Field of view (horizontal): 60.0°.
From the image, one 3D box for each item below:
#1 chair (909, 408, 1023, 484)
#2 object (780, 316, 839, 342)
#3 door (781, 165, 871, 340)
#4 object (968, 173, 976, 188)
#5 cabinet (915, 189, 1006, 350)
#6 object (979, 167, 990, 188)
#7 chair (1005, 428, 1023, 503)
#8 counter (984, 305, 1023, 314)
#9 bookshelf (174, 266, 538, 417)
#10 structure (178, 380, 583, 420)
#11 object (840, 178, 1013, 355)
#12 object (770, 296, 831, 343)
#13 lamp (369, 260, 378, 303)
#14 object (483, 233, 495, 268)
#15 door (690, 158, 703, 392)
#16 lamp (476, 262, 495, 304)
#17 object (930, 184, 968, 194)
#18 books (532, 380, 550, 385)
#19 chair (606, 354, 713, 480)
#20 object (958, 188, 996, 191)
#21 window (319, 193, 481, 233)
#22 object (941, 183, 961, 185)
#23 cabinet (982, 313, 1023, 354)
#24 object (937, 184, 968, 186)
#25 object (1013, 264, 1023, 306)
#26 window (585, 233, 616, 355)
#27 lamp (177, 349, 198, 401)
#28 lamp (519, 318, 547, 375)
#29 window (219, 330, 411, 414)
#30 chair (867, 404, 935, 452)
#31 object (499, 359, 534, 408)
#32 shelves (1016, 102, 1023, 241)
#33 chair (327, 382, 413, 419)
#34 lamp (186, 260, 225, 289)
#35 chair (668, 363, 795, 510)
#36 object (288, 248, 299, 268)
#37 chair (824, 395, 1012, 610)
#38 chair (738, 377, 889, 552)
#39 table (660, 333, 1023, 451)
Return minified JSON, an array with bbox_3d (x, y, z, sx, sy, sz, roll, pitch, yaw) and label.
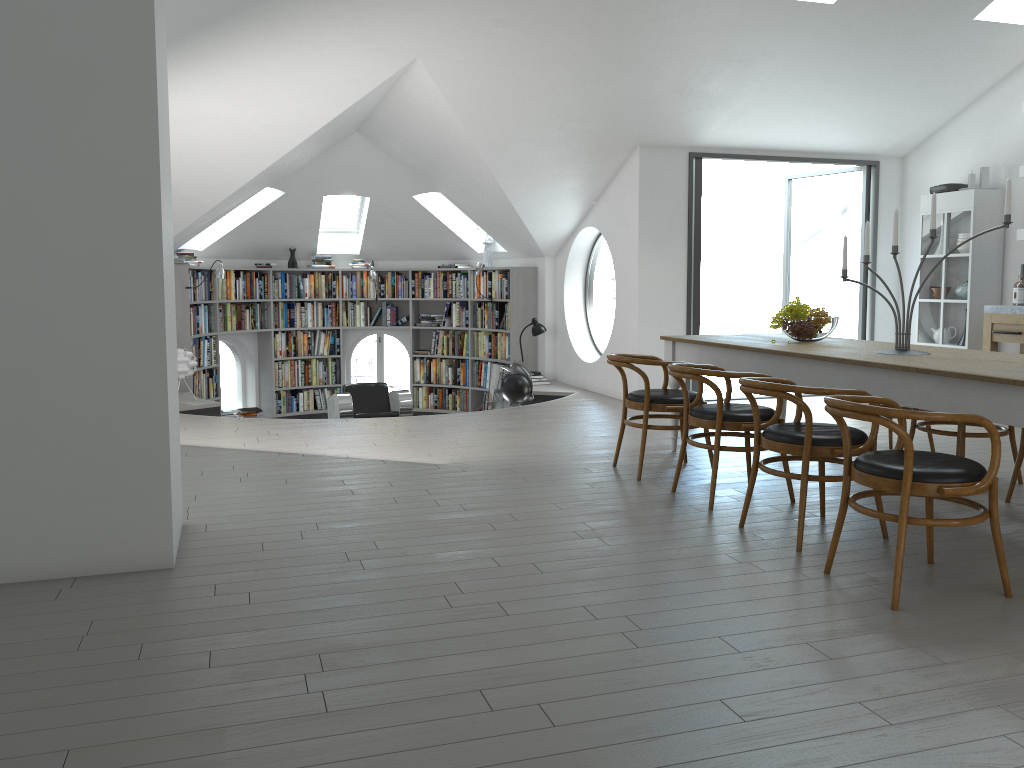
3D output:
[{"bbox_3d":[2.693,0.203,5.222,0.621,0.733,0.528,-2,6,-21],"label":"chair"},{"bbox_3d":[1.826,-0.337,5.472,0.360,0.159,0.360,-5,8,-37],"label":"object"},{"bbox_3d":[3.389,-1.129,9.649,0.080,2.341,1.053,-3,6,-32],"label":"door"},{"bbox_3d":[4.179,-1.855,8.059,0.054,0.196,0.054,1,5,7],"label":"object"},{"bbox_3d":[4.179,-0.786,8.314,0.361,1.985,0.643,-2,5,-18],"label":"cabinet"},{"bbox_3d":[4.284,-1.861,8.044,0.072,0.210,0.071,0,5,6],"label":"object"},{"bbox_3d":[2.969,0.279,4.548,0.621,0.733,0.528,-2,6,-14],"label":"chair"},{"bbox_3d":[5.522,-0.587,4.654,0.962,0.618,6.592,-2,7,-17],"label":"counter"},{"bbox_3d":[-2.067,-0.521,11.175,4.334,1.876,2.114,-2,6,-17],"label":"bookshelf"},{"bbox_3d":[-1.651,0.390,9.929,4.712,0.691,4.720,3,7,27],"label":"structure"},{"bbox_3d":[2.071,-0.586,4.501,0.266,0.873,0.776,-5,7,-43],"label":"object"},{"bbox_3d":[1.797,-0.401,5.473,0.292,0.283,0.394,4,7,36],"label":"object"},{"bbox_3d":[-1.836,-1.349,11.723,0.113,0.565,0.358,-1,5,-11],"label":"lamp"},{"bbox_3d":[-0.306,-1.718,11.313,0.179,0.471,0.179,-1,5,-8],"label":"object"},{"bbox_3d":[1.643,-1.066,9.127,0.080,2.341,1.054,-2,5,-17],"label":"door"},{"bbox_3d":[-0.320,-1.252,11.026,0.275,0.524,0.112,-3,6,-27],"label":"lamp"},{"bbox_3d":[4.136,-1.802,8.353,0.299,0.119,0.299,-2,7,-17],"label":"object"},{"bbox_3d":[0.210,-0.027,10.309,0.365,0.042,0.389,-2,7,-17],"label":"books"},{"bbox_3d":[0.889,0.179,5.467,0.621,0.733,0.528,-2,6,-14],"label":"chair"},{"bbox_3d":[4.233,-1.765,8.060,0.295,0.025,0.151,1,6,7],"label":"object"},{"bbox_3d":[-2.071,-2.282,11.029,4.056,0.711,1.937,-2,7,-17],"label":"window"},{"bbox_3d":[4.136,-1.820,8.352,0.170,0.119,0.170,-2,6,-17],"label":"object"},{"bbox_3d":[5.481,0.220,4.786,1.004,1.019,6.445,-2,7,-17],"label":"cabinet"},{"bbox_3d":[4.136,-1.811,8.352,0.238,0.119,0.239,-2,6,-17],"label":"object"},{"bbox_3d":[4.347,-0.846,7.571,0.085,0.359,0.089,0,5,4],"label":"object"},{"bbox_3d":[1.119,-0.984,9.693,0.104,1.466,1.474,-2,6,-17],"label":"window"},{"bbox_3d":[-3.277,-0.084,8.765,0.306,0.523,0.306,-3,6,-29],"label":"lamp"},{"bbox_3d":[0.245,-0.438,10.280,0.322,0.658,0.234,0,5,-2],"label":"lamp"},{"bbox_3d":[-2.813,-0.174,11.867,3.233,1.148,0.618,-4,6,-31],"label":"window"},{"bbox_3d":[2.532,0.123,5.929,0.621,0.733,0.528,-2,6,-17],"label":"chair"},{"bbox_3d":[0.042,0.021,9.136,0.320,0.561,0.321,-5,7,-44],"label":"object"},{"bbox_3d":[5.579,-1.448,5.137,0.480,1.358,5.563,-2,7,-23],"label":"shelves"},{"bbox_3d":[-1.617,0.370,10.049,0.823,0.718,0.743,-3,6,-23],"label":"chair"},{"bbox_3d":[-3.345,-1.196,9.667,0.414,0.311,0.117,-2,5,-21],"label":"lamp"},{"bbox_3d":[1.146,0.256,4.789,0.621,0.733,0.528,-2,6,-17],"label":"chair"},{"bbox_3d":[-2.859,-1.640,11.597,0.147,0.264,0.202,-2,6,-21],"label":"object"},{"bbox_3d":[1.502,0.415,3.385,0.621,0.733,0.528,-2,6,-15],"label":"chair"},{"bbox_3d":[1.350,0.335,4.092,0.621,0.733,0.528,-2,6,-22],"label":"chair"},{"bbox_3d":[2.013,0.225,4.727,1.019,0.797,3.357,-2,7,-17],"label":"table"}]
